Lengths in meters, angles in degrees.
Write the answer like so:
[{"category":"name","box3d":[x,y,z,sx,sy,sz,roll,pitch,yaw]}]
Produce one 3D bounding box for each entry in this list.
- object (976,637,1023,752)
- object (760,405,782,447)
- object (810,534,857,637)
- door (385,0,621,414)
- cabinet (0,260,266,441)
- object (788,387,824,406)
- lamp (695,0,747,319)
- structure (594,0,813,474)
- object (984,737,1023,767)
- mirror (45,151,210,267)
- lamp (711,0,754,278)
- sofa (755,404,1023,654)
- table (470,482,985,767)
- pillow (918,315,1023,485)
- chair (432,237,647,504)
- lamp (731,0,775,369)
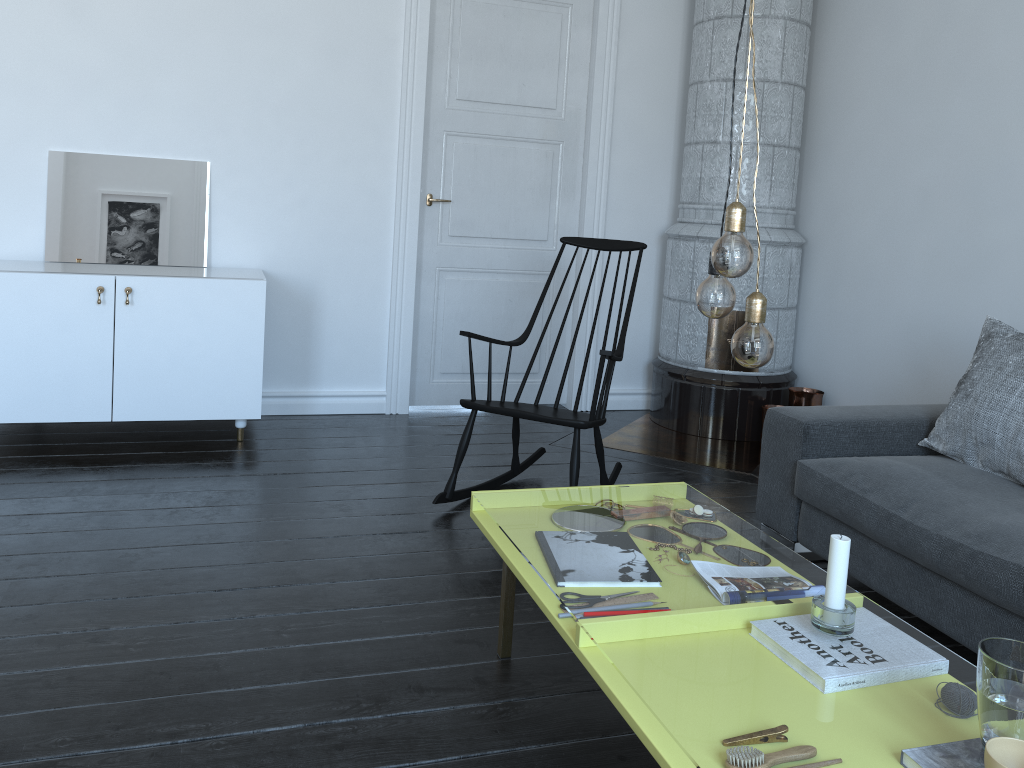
[{"category":"object","box3d":[0.690,0.442,1.212,0.098,0.144,0.098,8,8,32]},{"category":"object","box3d":[1.323,0.221,4.383,0.171,0.197,0.176,-1,9,-28]},{"category":"object","box3d":[0.576,0.351,1.565,0.075,0.171,0.075,5,6,16]},{"category":"door","box3d":[-0.045,-1.075,4.723,1.168,2.449,0.117,2,5,-19]},{"category":"cabinet","box3d":[-1.734,-0.140,3.894,1.199,0.727,0.598,0,8,-18]},{"category":"object","box3d":[1.483,0.172,4.475,0.175,0.278,0.175,1,7,-19]},{"category":"lamp","box3d":[0.418,-0.857,1.569,0.075,1.481,0.086,7,6,32]},{"category":"structure","box3d":[1.115,-1.170,4.514,0.782,2.859,1.278,6,6,26]},{"category":"object","box3d":[0.641,0.501,1.107,0.087,0.066,0.088,5,9,9]},{"category":"mirror","box3d":[-1.784,-0.811,4.112,0.695,0.497,0.054,1,5,-19]},{"category":"lamp","box3d":[0.433,-0.924,1.498,0.075,1.481,0.074,6,5,28]},{"category":"sofa","box3d":[1.710,0.438,2.107,1.083,0.714,2.412,0,11,-18]},{"category":"table","box3d":[0.388,0.610,1.651,0.600,0.394,1.424,0,11,-18]},{"category":"pillow","box3d":[1.847,0.218,2.059,0.478,0.485,2.089,2,11,-14]},{"category":"chair","box3d":[0.178,-0.058,3.410,0.615,0.994,0.913,7,8,26]},{"category":"lamp","box3d":[0.457,-0.765,1.484,0.089,1.481,0.075,4,5,5]}]
